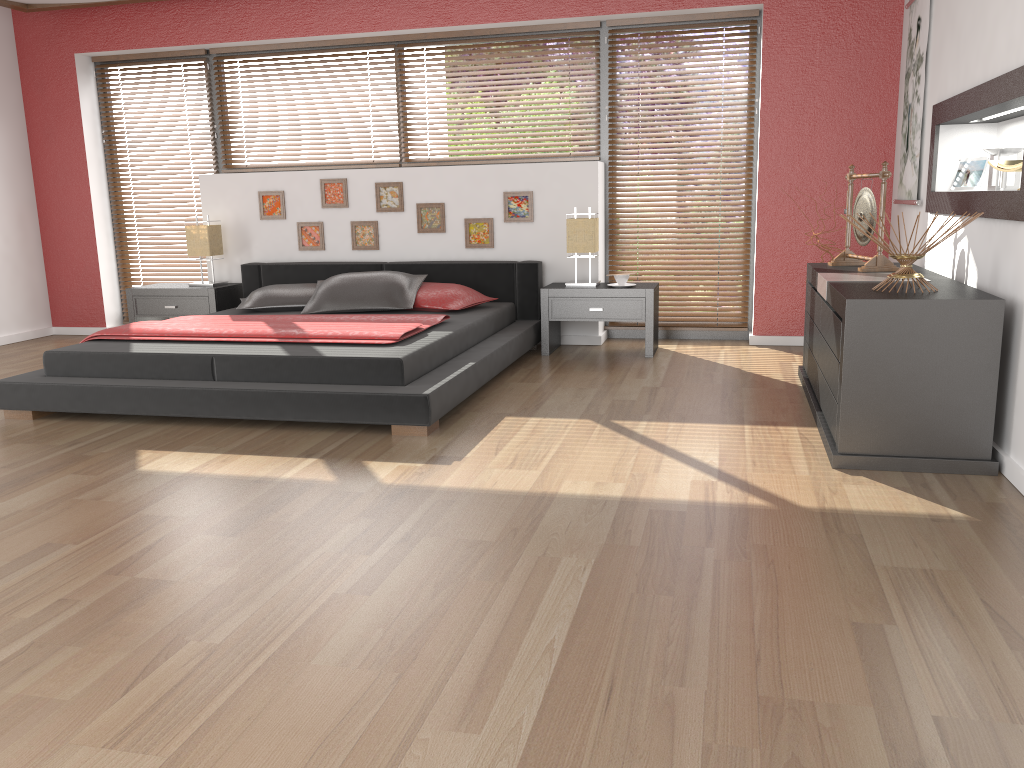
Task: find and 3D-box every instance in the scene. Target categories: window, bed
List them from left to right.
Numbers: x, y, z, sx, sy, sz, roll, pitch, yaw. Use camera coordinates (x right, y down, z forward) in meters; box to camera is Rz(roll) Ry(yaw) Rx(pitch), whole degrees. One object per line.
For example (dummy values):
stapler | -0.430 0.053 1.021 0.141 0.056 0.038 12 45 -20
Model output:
window | -2.663 -1.502 6.868 0.889 1.893 0.020 2 12 14
bed | -1.255 -0.331 5.085 2.469 0.577 2.413 2 12 14
window | -0.779 -1.983 6.297 2.817 0.786 0.020 2 12 14
window | 1.127 -1.401 5.947 0.889 1.893 0.020 2 12 14

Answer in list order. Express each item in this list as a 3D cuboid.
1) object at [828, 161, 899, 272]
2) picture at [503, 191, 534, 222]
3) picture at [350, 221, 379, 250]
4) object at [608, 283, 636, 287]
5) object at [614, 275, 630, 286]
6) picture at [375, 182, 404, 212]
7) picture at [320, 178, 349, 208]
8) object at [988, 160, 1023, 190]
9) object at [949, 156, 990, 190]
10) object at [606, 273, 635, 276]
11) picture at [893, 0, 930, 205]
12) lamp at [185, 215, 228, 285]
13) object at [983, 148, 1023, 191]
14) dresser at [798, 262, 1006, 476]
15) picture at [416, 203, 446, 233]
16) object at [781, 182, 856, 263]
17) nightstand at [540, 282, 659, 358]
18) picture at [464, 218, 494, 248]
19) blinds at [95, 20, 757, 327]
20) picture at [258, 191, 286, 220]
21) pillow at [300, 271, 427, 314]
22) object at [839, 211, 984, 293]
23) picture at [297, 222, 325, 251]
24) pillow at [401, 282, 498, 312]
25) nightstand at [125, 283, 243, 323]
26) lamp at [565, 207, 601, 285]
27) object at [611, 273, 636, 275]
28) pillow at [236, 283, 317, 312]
object | 1.690 -0.805 4.248 0.173 0.498 0.490 -2 12 -1
picture | 0.042 -1.177 5.892 0.200 0.200 0.010 2 12 14
picture | -1.026 -1.035 6.188 0.200 0.200 0.010 2 12 14
object | 0.685 -0.615 5.537 0.179 0.012 0.179 8 15 38
object | 0.684 -0.647 5.530 0.099 0.069 0.099 8 15 38
picture | -0.841 -1.283 6.089 0.200 0.200 0.010 2 12 14
picture | -1.239 -1.328 6.179 0.200 0.200 0.010 2 12 14
object | 1.926 -0.774 3.275 0.181 0.116 0.350 -1 12 4
object | 2.115 -0.972 4.104 0.041 0.146 0.226 -3 12 -6
object | 0.676 -0.681 5.507 0.192 0.007 0.007 -5 12 -16
picture | 2.166 -1.613 4.776 0.028 1.270 0.701 2 12 14
lamp | -2.170 -0.950 6.275 0.200 0.480 0.200 2 12 14
object | 2.052 -0.896 3.711 0.159 0.171 0.159 -7 13 -27
dresser | 1.608 -0.164 3.879 0.540 0.608 1.740 2 12 14
picture | -0.553 -1.132 6.050 0.200 0.200 0.010 2 12 14
object | 1.781 -0.659 5.186 0.422 1.035 0.364 -4 12 -11
nightstand | 0.567 -0.417 5.666 0.700 0.423 0.413 2 12 14
picture | -0.221 -1.018 5.992 0.200 0.200 0.010 2 12 14
blinds | -0.785 -1.403 6.350 4.840 1.952 0.032 2 12 14
picture | -1.707 -1.270 6.307 0.200 0.200 0.010 2 12 14
pillow | -0.933 -0.581 5.561 0.744 0.241 0.386 1 12 9
object | 1.457 -0.487 3.270 0.481 0.282 0.481 -6 12 -19
picture | -1.426 -1.047 6.285 0.200 0.200 0.010 2 12 14
pillow | -0.510 -0.549 5.610 0.745 0.172 0.418 6 14 32
nightstand | -2.324 -0.494 6.369 0.700 0.423 0.413 2 12 14
lamp | 0.451 -0.880 5.639 0.200 0.480 0.200 2 12 14
object | 0.689 -0.685 5.526 0.192 0.007 0.007 -6 13 -21
pillow | -1.409 -0.561 5.774 0.745 0.172 0.418 -4 12 -11
